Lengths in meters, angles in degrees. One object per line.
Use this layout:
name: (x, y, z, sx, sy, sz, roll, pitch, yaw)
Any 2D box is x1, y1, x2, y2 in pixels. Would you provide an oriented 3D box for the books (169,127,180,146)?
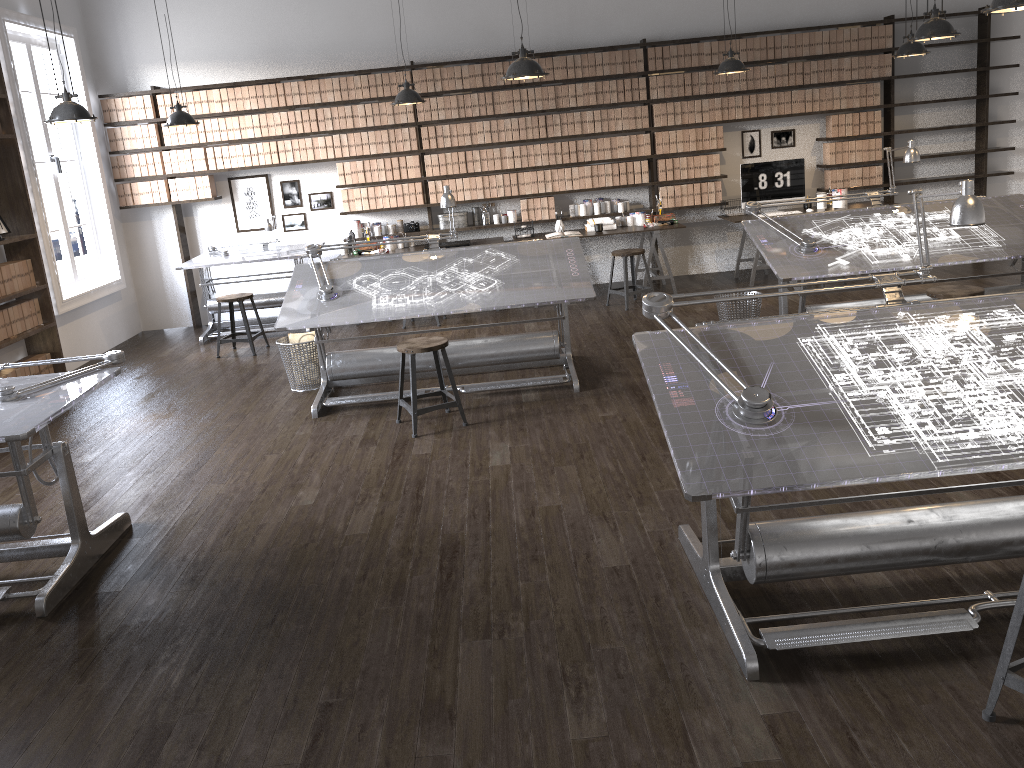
books: (-3.375, -2.513, 8.914, 0.067, 0.223, 0.176, -6, 14, 0)

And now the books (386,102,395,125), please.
books: (-1.218, -2.726, 8.930, 0.067, 0.223, 0.176, -6, 14, 0)

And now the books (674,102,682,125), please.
books: (1.672, -2.752, 9.014, 0.067, 0.223, 0.176, -6, 14, 0)

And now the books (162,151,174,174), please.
books: (-3.462, -2.245, 8.973, 0.067, 0.223, 0.176, -6, 14, 0)

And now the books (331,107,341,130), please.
books: (-1.766, -2.674, 8.932, 0.067, 0.223, 0.176, -6, 14, 0)

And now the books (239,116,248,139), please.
books: (-2.681, -2.583, 8.924, 0.067, 0.223, 0.176, -6, 14, 0)

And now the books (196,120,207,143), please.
books: (-3.101, -2.540, 8.917, 0.067, 0.223, 0.176, -6, 14, 0)

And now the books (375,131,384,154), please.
books: (-1.340, -2.456, 8.993, 0.067, 0.223, 0.176, -6, 14, 0)

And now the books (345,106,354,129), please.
books: (-1.628, -2.685, 8.927, 0.067, 0.223, 0.176, -6, 14, 0)

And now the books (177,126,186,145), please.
books: (-3.303, -2.520, 8.915, 0.067, 0.223, 0.176, -6, 14, 0)

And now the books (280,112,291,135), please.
books: (-2.265, -2.622, 8.922, 0.067, 0.223, 0.176, -6, 14, 0)

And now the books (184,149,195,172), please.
books: (-3.251, -2.267, 8.980, 0.067, 0.223, 0.176, -6, 14, 0)

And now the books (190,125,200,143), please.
books: (-3.175, -2.534, 8.922, 0.067, 0.223, 0.176, -6, 14, 0)

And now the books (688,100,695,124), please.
books: (1.811, -2.766, 9.017, 0.067, 0.223, 0.176, -6, 14, 0)

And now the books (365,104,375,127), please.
books: (-1.427, -2.706, 8.930, 0.067, 0.223, 0.176, -6, 14, 0)

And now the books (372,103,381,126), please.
books: (-1.357, -2.714, 8.934, 0.067, 0.223, 0.176, -6, 14, 0)

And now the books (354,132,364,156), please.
books: (-1.545, -2.436, 8.992, 0.067, 0.223, 0.176, -6, 14, 0)

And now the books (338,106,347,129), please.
books: (-1.695, -2.680, 8.932, 0.067, 0.223, 0.176, -6, 14, 0)

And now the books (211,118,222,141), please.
books: (-2.956, -2.555, 8.919, 0.067, 0.223, 0.176, -6, 14, 0)

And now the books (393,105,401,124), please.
books: (-1.152, -2.734, 8.935, 0.067, 0.223, 0.176, -6, 14, 0)

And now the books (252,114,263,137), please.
books: (-2.546, -2.595, 8.922, 0.067, 0.223, 0.176, -6, 14, 0)

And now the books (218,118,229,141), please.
books: (-2.885, -2.563, 8.924, 0.067, 0.223, 0.176, -6, 14, 0)

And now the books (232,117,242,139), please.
books: (-2.747, -2.575, 8.919, 0.067, 0.223, 0.176, -6, 14, 0)

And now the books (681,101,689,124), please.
books: (1.741, -2.760, 9.018, 0.067, 0.223, 0.176, -6, 14, 0)

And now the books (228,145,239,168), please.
books: (-2.803, -2.305, 8.986, 0.067, 0.223, 0.176, -6, 14, 0)

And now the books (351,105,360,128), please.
books: (-1.561, -2.693, 8.932, 0.067, 0.223, 0.176, -6, 14, 0)

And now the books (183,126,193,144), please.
books: (-3.240, -2.527, 8.919, 0.067, 0.223, 0.176, -6, 14, 0)

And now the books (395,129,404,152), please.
books: (-1.136, -2.476, 8.996, 0.067, 0.223, 0.176, -6, 14, 0)

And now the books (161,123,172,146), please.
books: (-3.447, -2.507, 8.917, 0.067, 0.223, 0.176, -6, 14, 0)

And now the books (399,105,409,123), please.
books: (-1.089, -2.739, 8.934, 0.067, 0.223, 0.176, -6, 14, 0)

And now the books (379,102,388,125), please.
books: (-1.287, -2.721, 8.937, 0.067, 0.223, 0.176, -6, 14, 0)

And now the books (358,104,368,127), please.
books: (-1.499, -2.699, 8.931, 0.067, 0.223, 0.176, -6, 14, 0)

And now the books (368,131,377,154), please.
books: (-1.403, -2.449, 8.991, 0.067, 0.223, 0.176, -6, 14, 0)

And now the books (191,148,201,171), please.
books: (-3.177, -2.274, 8.979, 0.067, 0.223, 0.176, -6, 14, 0)

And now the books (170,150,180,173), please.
books: (-3.390, -2.253, 8.977, 0.067, 0.223, 0.176, -6, 14, 0)

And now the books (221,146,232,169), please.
books: (-2.873, -2.298, 8.984, 0.067, 0.223, 0.176, -6, 14, 0)

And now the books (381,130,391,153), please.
books: (-1.274, -2.461, 8.989, 0.067, 0.223, 0.176, -6, 14, 0)

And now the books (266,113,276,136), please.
books: (-2.407, -2.610, 8.928, 0.067, 0.223, 0.176, -6, 14, 0)

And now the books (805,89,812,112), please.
books: (2.995, -2.882, 9.020, 0.067, 0.223, 0.176, -6, 14, 0)

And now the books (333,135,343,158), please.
books: (-1.756, -2.413, 8.985, 0.067, 0.223, 0.176, -6, 14, 0)

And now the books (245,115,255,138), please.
books: (-2.619, -2.588, 8.923, 0.067, 0.223, 0.176, -6, 14, 0)

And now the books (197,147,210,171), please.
books: (-3.113, -2.279, 8.975, 0.067, 0.223, 0.176, -6, 14, 0)

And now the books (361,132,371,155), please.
books: (-1.475, -2.442, 8.989, 0.067, 0.223, 0.176, -6, 14, 0)

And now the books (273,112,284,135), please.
books: (-2.338, -2.616, 8.925, 0.067, 0.223, 0.176, -6, 14, 0)

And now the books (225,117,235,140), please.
books: (-2.815, -2.570, 8.924, 0.067, 0.223, 0.176, -6, 14, 0)

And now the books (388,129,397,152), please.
books: (-1.207, -2.469, 8.995, 0.067, 0.223, 0.176, -6, 14, 0)

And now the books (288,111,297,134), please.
books: (-2.194, -2.629, 8.923, 0.067, 0.223, 0.176, -6, 14, 0)

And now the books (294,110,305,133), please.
books: (-2.131, -2.637, 8.927, 0.067, 0.223, 0.176, -6, 14, 0)

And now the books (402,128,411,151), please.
books: (-1.065, -2.482, 8.992, 0.067, 0.223, 0.176, -6, 14, 0)

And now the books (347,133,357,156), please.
books: (-1.614, -2.429, 8.994, 0.067, 0.223, 0.176, -6, 14, 0)

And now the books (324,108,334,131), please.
books: (-1.836, -2.665, 8.927, 0.067, 0.223, 0.176, -6, 14, 0)

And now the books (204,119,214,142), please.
books: (-3.027, -2.549, 8.923, 0.067, 0.223, 0.176, -6, 14, 0)

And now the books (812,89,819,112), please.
books: (3.067, -2.890, 9.024, 0.067, 0.223, 0.176, -6, 14, 0)

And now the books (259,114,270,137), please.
books: (-2.477, -2.603, 8.926, 0.067, 0.223, 0.176, -6, 14, 0)

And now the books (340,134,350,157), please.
books: (-1.684, -2.421, 8.989, 0.067, 0.223, 0.176, -6, 14, 0)

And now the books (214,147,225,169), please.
books: (-2.942, -2.290, 8.980, 0.067, 0.223, 0.176, -6, 14, 0)

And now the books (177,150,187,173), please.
books: (-3.320, -2.261, 8.981, 0.067, 0.223, 0.176, -6, 14, 0)

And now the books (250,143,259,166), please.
books: (-2.590, -2.324, 8.981, 0.067, 0.223, 0.176, -6, 14, 0)

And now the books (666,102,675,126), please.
books: (1.600, -2.744, 9.010, 0.067, 0.223, 0.176, -6, 14, 0)
